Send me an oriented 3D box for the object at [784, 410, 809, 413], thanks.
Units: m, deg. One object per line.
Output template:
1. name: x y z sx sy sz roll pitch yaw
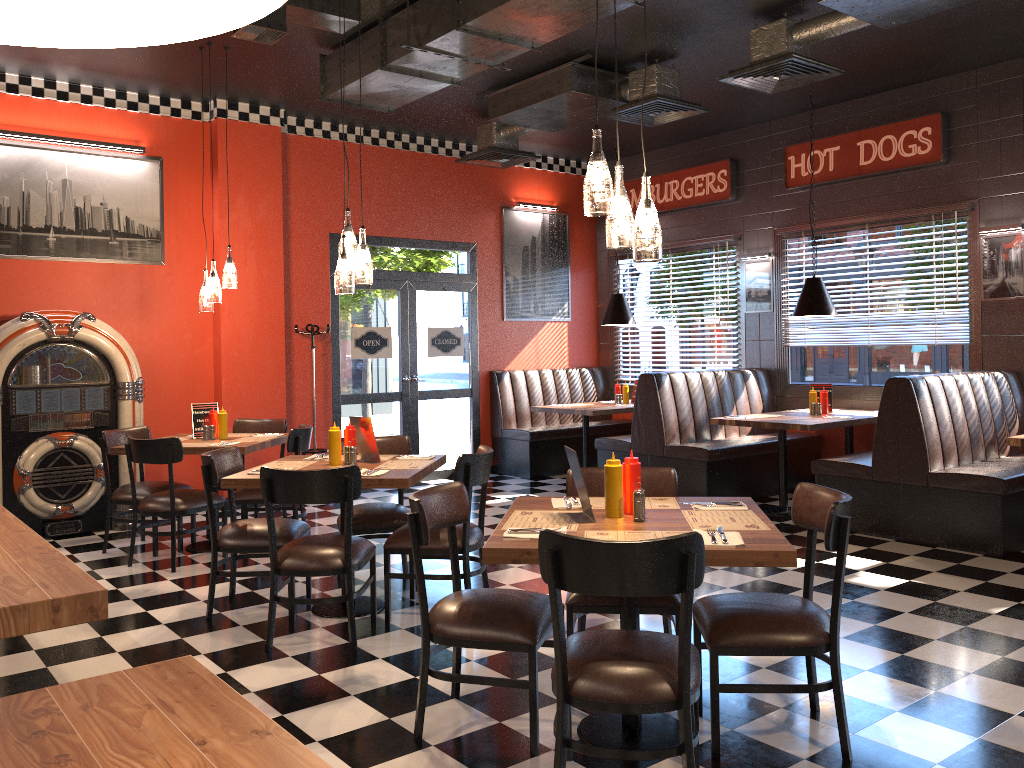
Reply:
1. object: 2.601 0.244 7.978 0.157 0.019 0.255 -3 3 -39

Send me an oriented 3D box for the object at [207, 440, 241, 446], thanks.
1. object: -1.970 0.406 6.096 0.157 0.019 0.255 -1 2 10

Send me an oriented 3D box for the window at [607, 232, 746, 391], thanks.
1. window: 1.856 -0.761 10.095 0.127 1.714 2.027 -1 1 -38

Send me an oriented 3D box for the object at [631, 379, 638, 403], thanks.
1. object: 1.372 0.080 9.621 0.072 0.257 0.188 -1 1 -28

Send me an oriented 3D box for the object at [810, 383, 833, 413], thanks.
1. object: 2.753 0.125 7.889 0.188 0.257 0.072 -1 0 22

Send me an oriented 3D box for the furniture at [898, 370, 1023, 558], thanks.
1. furniture: 3.591 0.495 6.433 1.710 1.154 0.706 -2 1 -38

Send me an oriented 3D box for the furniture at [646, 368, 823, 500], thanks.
1. furniture: 2.119 0.445 8.314 1.710 1.154 0.706 -2 1 -38

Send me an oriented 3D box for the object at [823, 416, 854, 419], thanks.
1. object: 2.656 0.272 7.274 0.157 0.019 0.255 -3 3 -42

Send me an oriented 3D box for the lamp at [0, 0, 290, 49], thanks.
1. lamp: -0.317 -1.259 0.461 0.382 2.044 0.382 -1 0 3

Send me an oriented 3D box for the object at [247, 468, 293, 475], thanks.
1. object: -1.242 0.452 4.634 0.255 0.019 0.157 -1 2 0

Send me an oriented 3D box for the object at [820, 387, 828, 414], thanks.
1. object: 2.718 0.143 7.718 0.068 0.238 0.068 -1 0 35

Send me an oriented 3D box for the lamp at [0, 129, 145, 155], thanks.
1. lamp: -3.744 -1.984 7.203 1.445 0.056 0.081 -3 2 -38

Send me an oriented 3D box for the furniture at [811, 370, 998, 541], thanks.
1. furniture: 3.156 0.480 6.989 1.710 1.154 0.706 -2 1 -38

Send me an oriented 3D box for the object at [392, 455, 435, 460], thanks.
1. object: -0.579 0.420 5.125 0.255 0.019 0.157 -1 2 10

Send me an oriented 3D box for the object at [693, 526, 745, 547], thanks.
1. object: 0.663 0.490 2.866 0.157 0.019 0.255 -1 2 9

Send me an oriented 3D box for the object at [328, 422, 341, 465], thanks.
1. object: -0.977 0.327 4.888 0.068 0.238 0.068 -1 0 -33

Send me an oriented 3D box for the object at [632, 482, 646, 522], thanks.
1. object: 0.459 0.422 3.194 0.046 0.136 0.094 -1 1 12

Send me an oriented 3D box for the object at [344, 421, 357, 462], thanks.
1. object: -0.902 0.323 4.944 0.068 0.238 0.068 -1 0 -33

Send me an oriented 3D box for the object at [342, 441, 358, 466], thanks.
1. object: -0.887 0.379 4.846 0.093 0.136 0.047 -1 0 42

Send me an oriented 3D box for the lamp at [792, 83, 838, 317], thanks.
1. lamp: 2.597 -1.607 7.659 0.382 2.044 0.382 -1 0 33

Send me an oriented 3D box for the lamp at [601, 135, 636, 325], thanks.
1. lamp: 1.129 -1.657 9.535 0.382 2.044 0.382 -1 0 11

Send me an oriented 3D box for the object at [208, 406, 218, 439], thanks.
1. object: -2.192 0.283 6.505 0.068 0.238 0.068 -1 0 -41

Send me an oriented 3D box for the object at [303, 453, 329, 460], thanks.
1. object: -1.129 0.427 5.204 0.157 0.019 0.255 -1 2 7

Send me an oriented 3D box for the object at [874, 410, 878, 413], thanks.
1. object: 3.274 0.242 7.741 0.157 0.019 0.255 -3 3 -37

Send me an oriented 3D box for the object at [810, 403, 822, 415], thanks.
1. object: 2.617 0.200 7.624 0.093 0.136 0.047 -1 0 22

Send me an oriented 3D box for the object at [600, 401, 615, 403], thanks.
1. object: 1.095 0.196 9.836 0.157 0.019 0.255 -3 3 -43

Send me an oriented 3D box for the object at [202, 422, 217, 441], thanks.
1. object: -2.192 0.339 6.413 0.094 0.136 0.046 -2 0 -38

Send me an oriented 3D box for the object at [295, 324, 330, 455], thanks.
1. object: -1.872 0.264 8.379 0.374 1.658 0.374 -1 0 -16

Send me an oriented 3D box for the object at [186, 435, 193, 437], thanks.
1. object: -2.383 0.386 6.757 0.157 0.019 0.255 -1 2 1

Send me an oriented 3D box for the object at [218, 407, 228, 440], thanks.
1. object: -2.109 0.283 6.461 0.068 0.238 0.068 -1 0 -41

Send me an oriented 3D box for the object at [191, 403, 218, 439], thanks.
1. object: -2.272 0.272 6.573 0.188 0.257 0.072 -1 0 -28

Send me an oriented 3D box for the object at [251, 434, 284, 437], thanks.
1. object: -1.849 0.381 6.640 0.255 0.019 0.157 -1 2 7

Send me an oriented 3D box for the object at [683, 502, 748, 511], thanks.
1. object: 0.774 0.465 3.412 0.255 0.019 0.157 -1 2 6

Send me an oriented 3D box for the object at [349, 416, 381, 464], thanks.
1. object: -0.827 0.311 4.975 0.188 0.257 0.072 0 0 42

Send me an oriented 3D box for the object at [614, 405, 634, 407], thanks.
1. object: 1.157 0.224 9.132 0.157 0.019 0.255 -3 3 -39

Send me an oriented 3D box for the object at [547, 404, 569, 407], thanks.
1. object: 0.504 0.225 9.389 0.157 0.019 0.255 -3 3 -37

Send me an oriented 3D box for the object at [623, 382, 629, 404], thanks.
1. object: 1.232 0.093 9.589 0.068 0.238 0.068 -1 0 21

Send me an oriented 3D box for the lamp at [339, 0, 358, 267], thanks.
1. lamp: -0.932 -1.645 4.967 0.108 1.966 0.108 -1 0 9

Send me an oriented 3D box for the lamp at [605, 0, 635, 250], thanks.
1. lamp: 0.386 -1.489 3.304 0.108 1.966 0.108 -1 0 4

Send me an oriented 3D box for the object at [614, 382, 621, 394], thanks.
1. object: 1.150 0.093 9.633 0.068 0.238 0.068 -1 0 21

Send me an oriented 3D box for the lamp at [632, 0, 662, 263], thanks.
1. lamp: 0.474 -1.428 3.216 0.108 1.966 0.108 -1 0 -26

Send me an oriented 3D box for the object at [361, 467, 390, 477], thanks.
1. object: -0.719 0.447 4.530 0.157 0.019 0.255 -1 2 9

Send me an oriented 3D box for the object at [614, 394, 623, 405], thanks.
1. object: 1.141 0.150 9.508 0.094 0.136 0.046 -2 0 -38

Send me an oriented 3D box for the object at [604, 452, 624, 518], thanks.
1. object: 0.374 0.369 3.254 0.068 0.238 0.068 -1 0 -33

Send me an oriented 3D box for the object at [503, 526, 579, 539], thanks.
1. object: 0.100 0.496 2.977 0.255 0.019 0.157 -1 2 8

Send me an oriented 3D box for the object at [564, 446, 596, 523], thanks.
1. object: 0.247 0.362 3.241 0.072 0.257 0.188 -1 1 -8

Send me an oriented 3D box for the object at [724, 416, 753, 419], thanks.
1. object: 1.923 0.278 7.454 0.157 0.019 0.255 -3 3 -32

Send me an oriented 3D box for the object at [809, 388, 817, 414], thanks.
1. object: 2.625 0.144 7.723 0.068 0.238 0.068 -1 0 35

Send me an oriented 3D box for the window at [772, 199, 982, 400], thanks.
1. window: 3.329 -0.711 8.214 0.127 1.714 2.027 -1 1 -38

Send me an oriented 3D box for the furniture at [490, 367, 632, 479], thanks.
1. furniture: 0.646 0.395 10.194 1.710 1.154 0.706 -2 1 -38

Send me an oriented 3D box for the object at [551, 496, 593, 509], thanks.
1. object: 0.238 0.471 3.519 0.157 0.019 0.255 -1 2 0

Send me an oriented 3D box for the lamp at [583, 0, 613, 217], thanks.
1. lamp: 0.295 -1.596 3.209 0.108 1.966 0.108 -1 0 24

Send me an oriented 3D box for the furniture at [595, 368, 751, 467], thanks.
1. furniture: 1.683 0.430 8.870 1.710 1.154 0.706 -2 1 -38

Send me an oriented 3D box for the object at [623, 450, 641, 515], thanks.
1. object: 0.449 0.365 3.311 0.068 0.238 0.068 -1 0 -33
